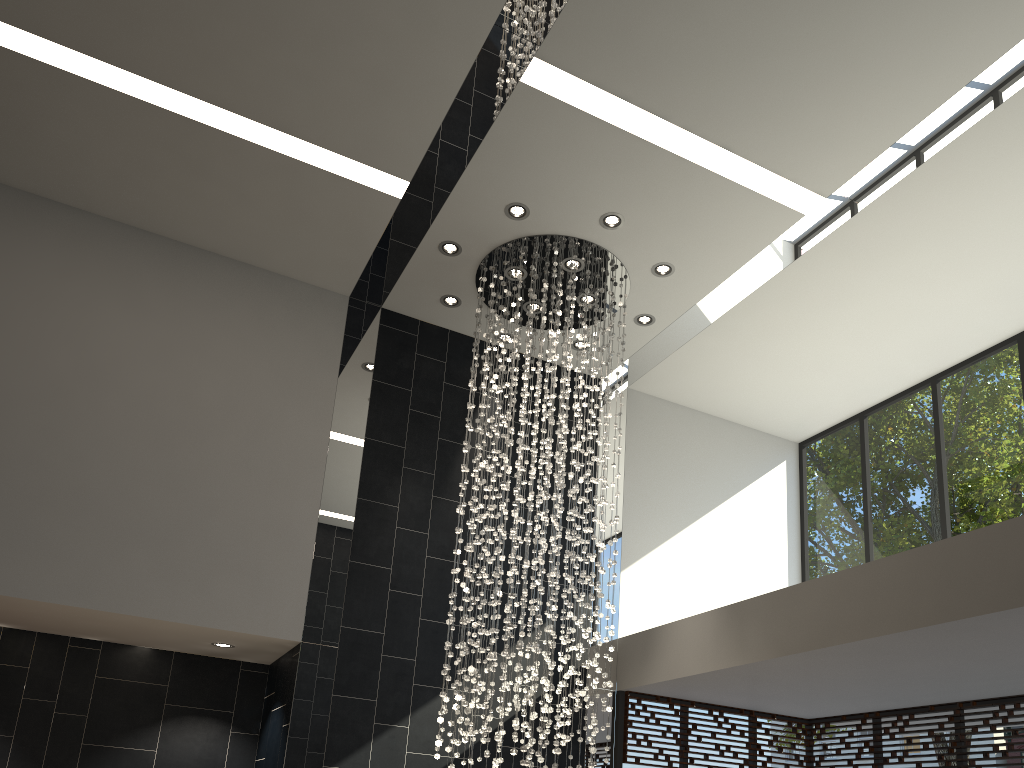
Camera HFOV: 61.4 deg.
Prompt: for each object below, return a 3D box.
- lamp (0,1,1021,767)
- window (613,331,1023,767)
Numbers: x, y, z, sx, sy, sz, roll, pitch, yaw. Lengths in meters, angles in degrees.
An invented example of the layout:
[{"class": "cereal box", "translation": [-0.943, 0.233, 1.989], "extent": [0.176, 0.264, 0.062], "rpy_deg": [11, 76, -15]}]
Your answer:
[{"class": "lamp", "translation": [-1.592, -40.651, 14.029], "extent": [398.906, 105.730, 433.092], "rpy_deg": [4, -27, 1]}, {"class": "window", "translation": [3.376, 1.720, 5.833], "extent": [2.402, 5.539, 6.527], "rpy_deg": [12, -24, -22]}]
